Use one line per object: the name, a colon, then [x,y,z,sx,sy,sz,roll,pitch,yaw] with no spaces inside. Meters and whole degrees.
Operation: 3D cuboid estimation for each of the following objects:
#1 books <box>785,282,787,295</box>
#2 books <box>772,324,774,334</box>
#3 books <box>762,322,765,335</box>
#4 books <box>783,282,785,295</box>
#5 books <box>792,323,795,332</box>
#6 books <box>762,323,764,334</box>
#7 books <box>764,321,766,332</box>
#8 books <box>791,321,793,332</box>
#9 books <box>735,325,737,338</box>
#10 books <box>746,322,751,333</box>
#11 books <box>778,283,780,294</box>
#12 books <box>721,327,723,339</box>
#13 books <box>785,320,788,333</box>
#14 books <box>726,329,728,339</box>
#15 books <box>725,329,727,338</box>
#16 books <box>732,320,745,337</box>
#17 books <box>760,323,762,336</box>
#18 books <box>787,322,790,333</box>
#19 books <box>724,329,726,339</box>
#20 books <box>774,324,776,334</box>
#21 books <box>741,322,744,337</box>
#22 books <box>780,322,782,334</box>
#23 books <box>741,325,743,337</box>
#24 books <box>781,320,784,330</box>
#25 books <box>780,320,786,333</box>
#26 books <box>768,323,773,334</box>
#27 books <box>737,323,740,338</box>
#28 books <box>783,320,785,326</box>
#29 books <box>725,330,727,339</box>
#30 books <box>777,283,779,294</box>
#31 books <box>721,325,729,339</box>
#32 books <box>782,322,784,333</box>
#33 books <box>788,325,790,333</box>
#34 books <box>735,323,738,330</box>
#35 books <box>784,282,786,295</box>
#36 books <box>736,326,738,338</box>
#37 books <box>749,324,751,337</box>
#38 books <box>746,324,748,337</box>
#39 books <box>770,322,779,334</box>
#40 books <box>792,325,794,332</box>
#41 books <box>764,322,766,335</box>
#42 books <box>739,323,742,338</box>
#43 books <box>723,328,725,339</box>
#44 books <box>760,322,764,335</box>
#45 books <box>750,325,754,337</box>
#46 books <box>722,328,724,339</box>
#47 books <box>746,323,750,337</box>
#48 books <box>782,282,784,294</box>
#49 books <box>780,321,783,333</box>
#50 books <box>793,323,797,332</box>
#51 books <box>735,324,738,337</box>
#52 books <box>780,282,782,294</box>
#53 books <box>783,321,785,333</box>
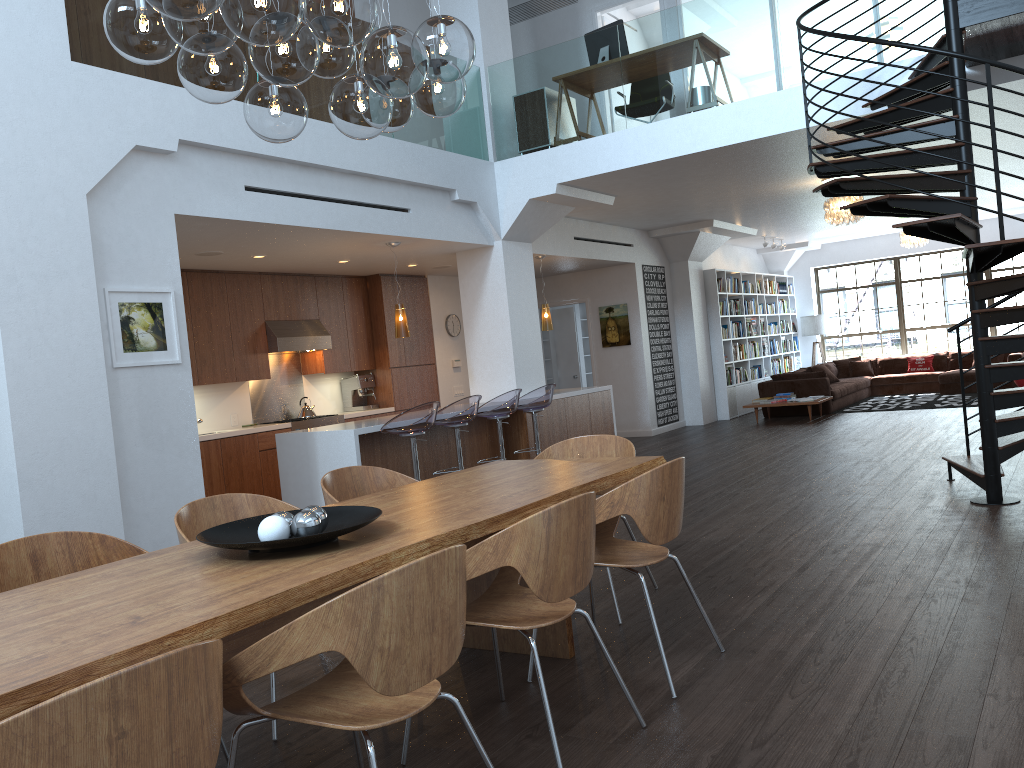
books: [5.317,-1.876,17.492,0.183,0.253,0.042,-5,2,33]
books: [4.808,-1.015,16.563,0.139,0.191,0.036,-5,2,33]
books: [4.484,-1.000,16.101,0.183,0.253,0.039,-5,2,33]
books: [5.246,-1.866,17.382,0.183,0.253,0.042,-5,2,33]
books: [5.546,-1.128,17.743,0.167,0.210,0.162,-5,2,33]
books: [4.479,-0.985,16.065,0.161,0.223,0.030,-5,2,33]
books: [4.542,-1.008,16.189,0.160,0.251,0.036,-5,2,33]
books: [5.501,-1.128,17.654,0.161,0.222,0.084,-5,2,33]
books: [3.672,-0.873,14.815,0.161,0.223,0.027,-5,2,33]
books: [4.066,-0.944,15.452,0.183,0.253,0.042,-5,2,33]
books: [5.054,-1.823,17.056,0.161,0.223,0.032,-5,2,33]
books: [3.310,-0.808,14.243,0.136,0.196,0.045,-5,2,33]
books: [5.290,-1.114,17.344,0.183,0.253,0.042,-5,2,33]
books: [3.449,-0.810,14.426,0.106,0.162,0.032,-5,2,33]
books: [3.430,-0.809,14.408,0.120,0.167,0.020,-5,2,33]
books: [3.861,-0.933,15.125,0.176,0.294,0.102,-5,2,33]
books: [4.415,-0.976,15.974,0.161,0.223,0.030,-5,2,33]
books: [5.339,-1.112,17.420,0.174,0.236,0.142,-5,2,32]
books: [3.397,-0.807,14.363,0.109,0.171,0.018,-5,2,33]
books: [4.880,-1.022,16.686,0.134,0.184,0.030,-5,2,33]
books: [3.838,-0.911,15.068,0.182,0.253,0.034,-5,2,33]
books: [5.082,-1.070,17.011,0.161,0.223,0.032,-5,2,33]
books: [3.810,-0.908,15.045,0.182,0.253,0.034,-5,2,33]
books: [5.157,-1.096,17.146,0.183,0.253,0.042,-5,2,33]
books: [5.238,-1.110,17.274,0.180,0.259,0.042,-5,2,33]
books: [4.782,-1.019,16.531,0.140,0.206,0.042,-5,2,33]
books: [3.739,-0.897,14.925,0.182,0.253,0.034,-5,2,33]
books: [5.219,-1.103,17.240,0.160,0.251,0.039,-5,2,33]
books: [3.421,-0.801,14.391,0.110,0.153,0.018,-5,2,33]
books: [5.030,-1.820,17.034,0.161,0.223,0.033,-5,2,33]
books: [3.464,-0.847,14.484,0.140,0.231,0.042,-5,2,33]
books: [5.151,-1.079,17.107,0.161,0.223,0.032,-5,2,33]
books: [5.377,-1.102,17.464,0.161,0.207,0.135,-5,2,32]
books: [3.702,-0.893,14.908,0.182,0.253,0.034,-5,2,33]
books: [5.270,-1.869,17.419,0.183,0.253,0.042,-5,2,33]
books: [3.685,-0.875,14.839,0.161,0.223,0.026,-5,2,33]
books: [4.060,-0.928,15.414,0.161,0.223,0.032,-5,2,33]
books: [3.991,-0.918,15.317,0.161,0.223,0.032,-5,2,33]
books: [4.981,-1.060,16.840,0.140,0.231,0.042,-5,2,33]
books: [5.518,-1.129,17.684,0.161,0.218,0.101,-5,2,33]
books: [4.525,-1.003,16.157,0.171,0.246,0.036,-5,2,33]
books: [3.795,-0.898,15.008,0.174,0.239,0.045,-5,2,33]
books: [3.363,-0.809,14.330,0.134,0.184,0.030,-5,2,33]
books: [4.436,-0.994,16.007,0.174,0.251,0.051,-5,2,33]
books: [4.143,-0.930,15.548,0.161,0.207,0.135,-5,2,32]
books: [3.345,-0.803,14.286,0.128,0.178,0.022,-5,2,33]
books: [4.015,-0.930,15.353,0.174,0.240,0.054,-5,2,33]
books: [5.199,-1.859,17.309,0.183,0.253,0.042,-5,2,33]
books: [5.106,-1.082,17.046,0.174,0.240,0.054,-5,2,33]
books: [5.602,-1.138,17.814,0.182,0.215,0.188,-5,2,33]
books: [3.695,-0.880,14.871,0.167,0.230,0.037,-5,2,33]
books: [5.124,-1.849,17.202,0.183,0.253,0.042,-5,2,33]
books: [5.200,-1.098,17.205,0.171,0.246,0.039,-5,2,33]
